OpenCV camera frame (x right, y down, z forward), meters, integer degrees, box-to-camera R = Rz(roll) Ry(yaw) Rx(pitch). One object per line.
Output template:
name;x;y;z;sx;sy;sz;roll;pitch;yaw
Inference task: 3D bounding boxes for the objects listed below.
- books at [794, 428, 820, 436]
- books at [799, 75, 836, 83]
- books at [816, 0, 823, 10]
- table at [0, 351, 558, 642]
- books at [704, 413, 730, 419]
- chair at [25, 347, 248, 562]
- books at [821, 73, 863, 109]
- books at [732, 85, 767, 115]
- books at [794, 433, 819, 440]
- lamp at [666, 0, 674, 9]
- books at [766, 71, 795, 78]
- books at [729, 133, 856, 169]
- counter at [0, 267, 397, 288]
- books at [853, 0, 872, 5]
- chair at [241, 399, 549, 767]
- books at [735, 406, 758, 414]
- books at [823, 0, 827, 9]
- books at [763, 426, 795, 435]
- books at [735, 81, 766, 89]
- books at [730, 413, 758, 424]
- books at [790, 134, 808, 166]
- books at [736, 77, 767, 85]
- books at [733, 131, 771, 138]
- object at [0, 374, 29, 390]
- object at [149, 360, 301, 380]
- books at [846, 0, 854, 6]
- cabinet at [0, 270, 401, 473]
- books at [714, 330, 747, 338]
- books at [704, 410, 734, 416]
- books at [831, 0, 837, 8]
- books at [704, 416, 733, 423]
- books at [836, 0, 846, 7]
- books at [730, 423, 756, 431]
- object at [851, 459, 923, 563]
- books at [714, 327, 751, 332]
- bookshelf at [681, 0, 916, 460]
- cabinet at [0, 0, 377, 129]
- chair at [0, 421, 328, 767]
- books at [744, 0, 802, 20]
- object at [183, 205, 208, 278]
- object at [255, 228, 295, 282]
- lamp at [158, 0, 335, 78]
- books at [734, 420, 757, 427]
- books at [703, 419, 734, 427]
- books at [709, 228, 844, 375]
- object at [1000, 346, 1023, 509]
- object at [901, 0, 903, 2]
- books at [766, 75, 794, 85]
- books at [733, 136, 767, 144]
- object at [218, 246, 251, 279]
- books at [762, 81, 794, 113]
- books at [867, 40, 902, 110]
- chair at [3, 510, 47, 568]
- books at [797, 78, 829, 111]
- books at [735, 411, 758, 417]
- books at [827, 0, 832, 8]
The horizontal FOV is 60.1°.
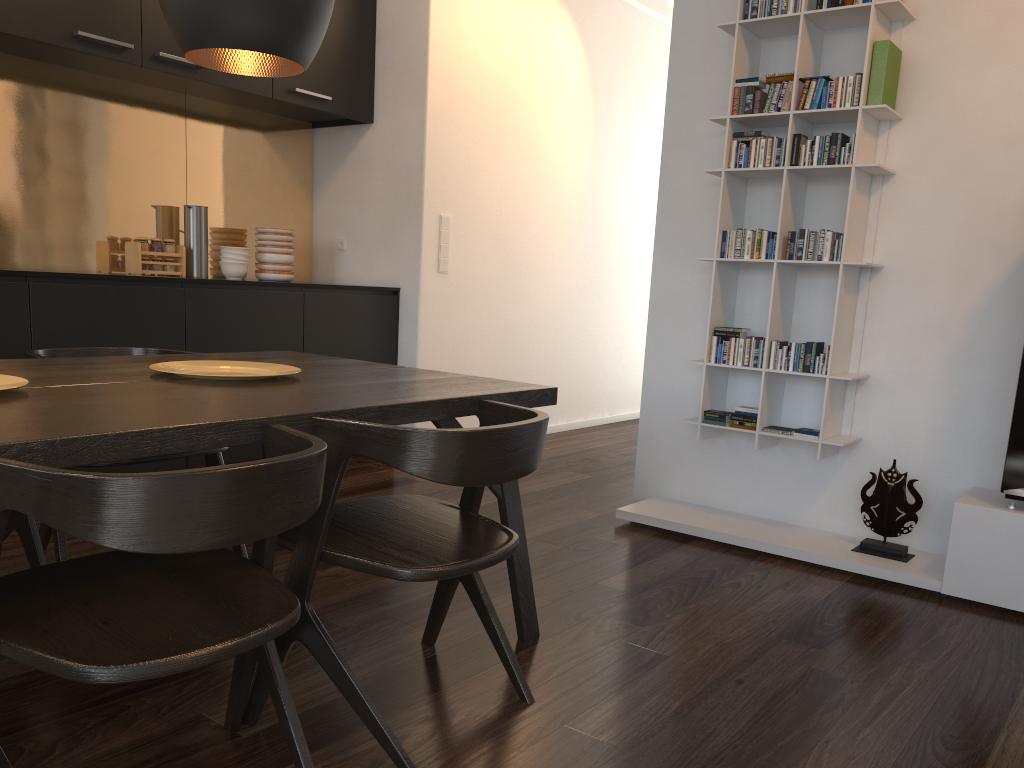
books;1.104;0.177;3.270;0.092;0.014;0.069;9;9;42
books;1.075;-1.071;3.113;0.106;0.008;0.068;8;8;36
books;1.078;-1.341;3.059;0.023;0.108;0.068;11;12;36
table;-1.085;0.354;1.709;1.100;0.687;2.487;9;9;37
books;0.811;0.123;3.472;0.092;0.015;0.069;8;8;36
chair;-1.169;0.246;2.679;0.516;0.679;0.590;10;11;36
books;1.164;-1.007;3.075;0.136;0.114;0.122;9;10;36
books;0.883;-1.040;3.275;0.101;0.105;0.095;9;11;36
books;1.102;0.190;3.277;0.092;0.014;0.069;8;8;36
lamp;0.991;-2.224;4.964;0.251;0.243;0.084;2;10;-11
books;0.984;-1.103;3.182;0.111;0.015;0.092;8;8;36
books;1.029;-0.837;3.213;0.465;0.114;0.122;8;10;36
counter;-2.407;-0.411;2.898;0.727;0.002;5.035;8;8;37
books;1.154;-1.448;3.025;0.227;0.337;0.107;10;12;37
chair;-0.214;0.384;1.918;0.516;0.679;0.589;9;11;35
books;0.914;0.099;3.393;0.092;0.014;0.069;8;8;36
books;1.095;-1.331;3.052;0.013;0.093;0.069;11;12;36
books;1.024;0.175;3.362;0.111;0.012;0.092;8;8;36
books;0.880;-1.099;3.262;0.092;0.014;0.069;8;8;36
books;0.904;0.131;3.401;0.106;0.023;0.068;8;8;36
books;1.034;-0.835;3.187;0.028;0.117;0.074;11;12;36
books;0.882;-1.112;3.255;0.092;0.014;0.069;9;9;42
books;0.899;-0.927;3.310;0.111;0.023;0.095;8;8;36
object;-1.106;0.004;1.654;0.355;0.017;0.352;5;7;18
object;-0.702;-0.032;2.181;0.353;0.017;0.354;9;8;40
books;1.158;-1.331;3.006;0.016;0.108;0.068;11;12;36
cabinet;-2.432;0.036;2.981;0.728;0.911;5.037;10;9;37
books;0.845;-0.193;3.424;0.106;0.023;0.068;8;8;36
books;0.817;0.113;3.468;0.106;0.009;0.068;8;8;36
books;1.118;-1.329;3.032;0.020;0.094;0.069;11;12;36
books;0.813;0.136;3.474;0.092;0.014;0.069;8;8;36
books;1.138;-1.338;3.017;0.028;0.117;0.074;11;12;36
books;0.905;0.164;3.410;0.106;0.017;0.068;8;8;36
object;1.348;0.438;3.157;0.211;0.355;0.121;10;12;36
books;0.858;-0.212;3.433;0.111;0.012;0.092;8;8;36
bookshelf;1.048;-0.787;3.251;0.635;2.101;0.225;11;13;36
cabinet;-1.471;-1.867;3.924;0.528;1.063;1.945;10;10;37
chair;-0.585;0.418;1.435;0.516;0.679;0.590;10;11;37
books;0.961;-1.364;3.182;0.220;0.114;0.108;9;10;36
object;-1.538;-0.697;4.345;0.113;0.344;0.163;12;13;39
object;-1.238;-0.673;4.618;0.197;0.267;0.196;5;9;11
lamp;-0.612;-1.023;2.033;0.411;0.548;0.406;2;9;-6
books;0.910;0.150;3.401;0.092;0.014;0.069;8;8;36
books;0.811;0.150;3.476;0.098;0.015;0.074;8;8;36
books;0.996;-0.314;3.307;0.466;0.517;0.121;9;12;36
object;1.750;-0.099;2.722;0.293;1.015;0.279;11;13;36
object;1.300;-1.336;2.983;0.045;0.142;0.064;8;11;28
books;0.977;-1.088;3.178;0.107;0.018;0.068;8;8;36
books;0.898;-0.910;3.309;0.111;0.012;0.092;8;8;36
object;-1.398;-0.611;4.460;0.157;0.162;0.152;-1;9;-25
books;0.980;-1.029;3.203;0.113;0.109;0.095;9;11;36
books;1.282;-1.048;3.044;0.049;0.216;0.165;11;12;36
chair;-1.537;0.279;2.200;0.516;0.679;0.589;9;11;35
books;1.071;-1.015;3.132;0.087;0.109;0.095;10;11;36
books;0.913;0.113;3.395;0.092;0.014;0.069;8;8;36
books;1.105;-1.330;3.043;0.013;0.093;0.069;11;12;36
